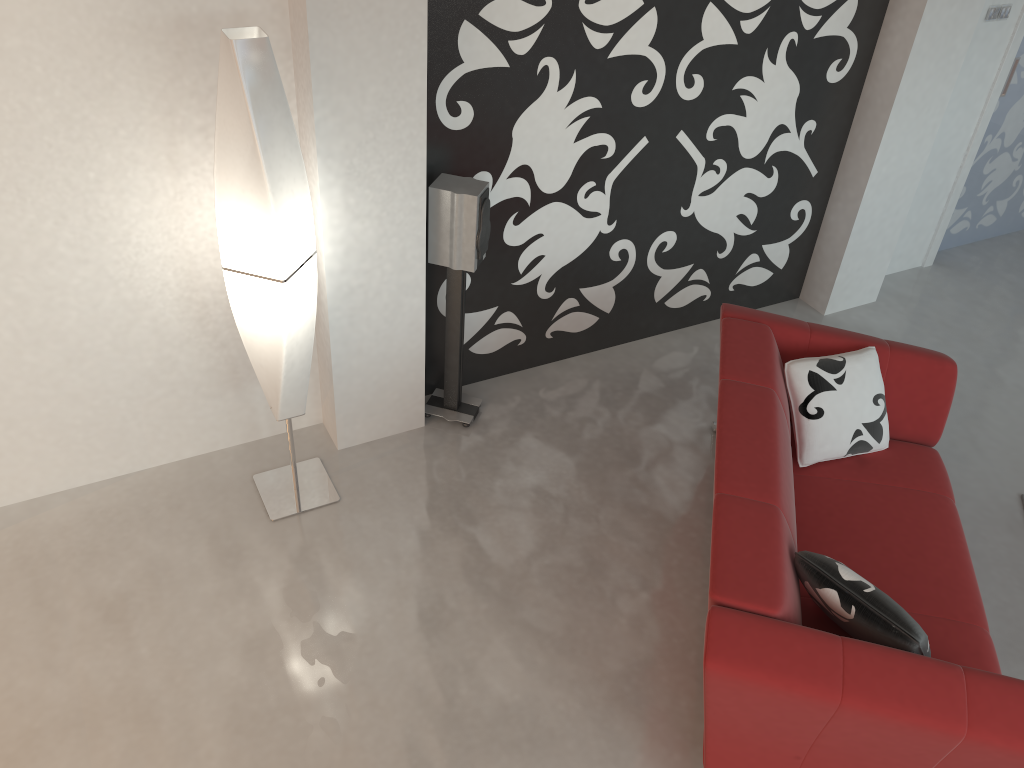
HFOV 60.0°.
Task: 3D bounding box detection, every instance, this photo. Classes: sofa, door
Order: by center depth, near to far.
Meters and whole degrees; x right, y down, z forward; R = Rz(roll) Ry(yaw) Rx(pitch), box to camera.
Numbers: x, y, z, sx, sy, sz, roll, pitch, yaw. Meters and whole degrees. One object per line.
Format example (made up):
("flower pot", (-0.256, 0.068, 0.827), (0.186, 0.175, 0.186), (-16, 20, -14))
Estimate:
("sofa", (1.108, 0.522, 3.047), (0.951, 0.738, 1.929), (10, 37, 7))
("door", (3.261, -1.986, 5.086), (1.600, 2.550, 0.240), (-15, 41, -24))

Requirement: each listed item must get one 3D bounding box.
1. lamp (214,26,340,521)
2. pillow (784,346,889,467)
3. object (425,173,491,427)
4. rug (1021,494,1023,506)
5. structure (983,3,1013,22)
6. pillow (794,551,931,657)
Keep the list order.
("lamp", (-0.814, -0.285, 3.043), (0.313, 1.779, 0.313), (-9, 39, -18))
("pillow", (1.227, 0.083, 3.346), (0.402, 0.343, 0.288), (-10, 39, -18))
("object", (-0.236, -0.314, 3.697), (0.229, 1.112, 0.214), (13, 38, 11))
("rug", (2.758, 1.147, 3.003), (1.700, 0.025, 1.700), (13, 38, 11))
("structure", (2.457, -1.872, 4.475), (0.170, 0.080, 0.016), (-15, 41, -24))
("pillow", (1.012, 0.660, 2.561), (0.288, 0.343, 0.402), (-21, 44, -30))
